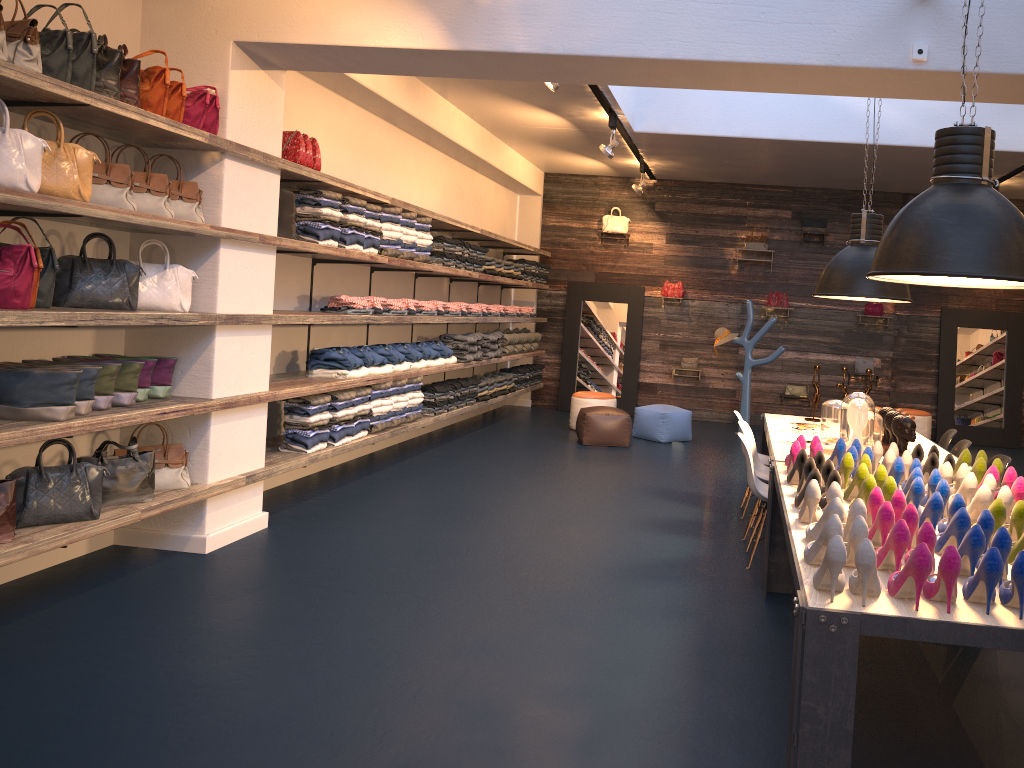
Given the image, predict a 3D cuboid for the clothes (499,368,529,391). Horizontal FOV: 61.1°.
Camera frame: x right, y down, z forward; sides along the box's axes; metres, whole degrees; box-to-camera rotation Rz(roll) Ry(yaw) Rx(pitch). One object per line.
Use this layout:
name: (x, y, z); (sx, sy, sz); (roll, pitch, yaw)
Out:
clothes: (0.017, -0.074, 11.540); (0.359, 0.298, 0.337); (5, 3, 13)

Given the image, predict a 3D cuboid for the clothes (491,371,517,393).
clothes: (-0.157, -0.030, 11.166); (0.409, 0.251, 0.354); (5, 4, 8)

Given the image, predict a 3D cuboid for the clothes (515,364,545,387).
clothes: (0.222, -0.135, 12.361); (0.354, 0.298, 0.669); (5, 5, 14)

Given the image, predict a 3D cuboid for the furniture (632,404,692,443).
furniture: (1.850, 0.464, 10.650); (0.702, 0.422, 0.597); (1, 5, -40)

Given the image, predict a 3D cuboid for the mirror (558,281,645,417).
mirror: (1.323, -0.523, 12.814); (1.135, 1.916, 0.272); (4, 1, 6)

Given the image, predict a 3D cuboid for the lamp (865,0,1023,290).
lamp: (1.806, -1.221, 3.431); (0.701, 1.645, 0.700); (4, 1, 2)

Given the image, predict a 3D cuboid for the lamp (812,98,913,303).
lamp: (2.526, -1.419, 6.138); (0.757, 1.645, 0.643); (3, 2, -43)

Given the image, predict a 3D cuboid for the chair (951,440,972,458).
chair: (2.898, 0.772, 6.070); (0.533, 0.800, 0.476); (4, 2, 9)

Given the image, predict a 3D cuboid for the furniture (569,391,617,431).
furniture: (1.024, 0.348, 10.947); (0.562, 0.479, 0.600); (5, 4, 13)

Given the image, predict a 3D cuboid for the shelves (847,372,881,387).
shelves: (5.039, -0.058, 12.445); (0.443, 0.183, 0.251); (5, 4, 8)

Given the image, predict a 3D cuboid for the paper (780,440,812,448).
paper: (2.109, 0.393, 5.799); (0.783, 0.014, 0.307); (0, 7, -39)

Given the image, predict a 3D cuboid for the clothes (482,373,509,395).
clothes: (-0.264, -0.002, 10.771); (0.396, 0.251, 0.365); (5, 4, 20)

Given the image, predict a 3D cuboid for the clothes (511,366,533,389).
clothes: (0.094, -0.099, 11.867); (0.367, 0.298, 0.321); (4, 3, -1)

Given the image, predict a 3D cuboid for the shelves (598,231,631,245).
shelves: (1.504, -2.141, 12.779); (0.443, 0.157, 0.251); (5, 4, 8)

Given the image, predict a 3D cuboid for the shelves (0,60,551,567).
shelves: (1.911, 0.078, 4.140); (8.417, 2.221, 17.328); (5, 5, 13)

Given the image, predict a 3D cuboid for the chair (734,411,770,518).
chair: (1.999, 0.635, 6.862); (0.533, 0.800, 0.476); (4, 2, 9)

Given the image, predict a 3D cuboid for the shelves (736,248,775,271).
shelves: (3.515, -1.781, 12.580); (0.547, 0.316, 0.250); (5, 3, 7)

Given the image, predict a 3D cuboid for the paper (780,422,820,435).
paper: (2.225, 0.332, 6.552); (0.317, 0.014, 0.760); (6, 6, 22)

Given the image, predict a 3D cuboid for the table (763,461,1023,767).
table: (1.713, 0.944, 3.603); (1.203, 0.738, 2.613); (5, 5, 13)

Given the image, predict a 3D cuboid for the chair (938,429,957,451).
chair: (3.136, 0.729, 6.725); (0.530, 0.800, 0.480); (4, 2, 11)

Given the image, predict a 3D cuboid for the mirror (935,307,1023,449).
mirror: (6.631, -0.095, 12.293); (1.135, 1.916, 0.272); (4, 1, 6)

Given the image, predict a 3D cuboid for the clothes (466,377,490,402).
clothes: (-0.481, 0.058, 9.959); (0.396, 0.251, 0.365); (5, 4, 20)

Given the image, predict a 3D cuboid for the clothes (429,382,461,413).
clothes: (-0.723, 0.125, 8.803); (0.367, 0.298, 0.321); (4, 3, -1)

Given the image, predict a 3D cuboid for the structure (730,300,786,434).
structure: (3.208, -0.225, 11.665); (0.893, 1.805, 0.186); (5, 1, 36)

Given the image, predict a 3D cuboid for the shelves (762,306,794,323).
shelves: (3.831, -1.004, 12.555); (0.443, 0.210, 0.251); (5, 3, 8)

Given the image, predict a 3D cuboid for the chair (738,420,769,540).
chair: (1.860, 0.687, 6.184); (0.521, 0.800, 0.487); (5, 2, 18)

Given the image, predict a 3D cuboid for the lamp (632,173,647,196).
lamp: (1.704, -2.660, 11.591); (0.195, 0.327, 0.222); (3, 3, -35)

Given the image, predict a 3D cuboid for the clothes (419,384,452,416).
clothes: (-0.800, 0.149, 8.476); (0.359, 0.298, 0.337); (5, 3, 13)

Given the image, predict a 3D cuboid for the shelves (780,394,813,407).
shelves: (4.103, 0.248, 12.538); (0.443, 0.157, 0.251); (5, 4, 8)

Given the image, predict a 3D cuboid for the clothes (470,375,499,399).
clothes: (-0.374, 0.029, 10.354); (0.409, 0.251, 0.354); (5, 4, 8)

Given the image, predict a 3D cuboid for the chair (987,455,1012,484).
chair: (2.781, 0.827, 5.389); (0.542, 0.800, 0.469); (4, 2, 3)

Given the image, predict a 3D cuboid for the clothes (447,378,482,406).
clothes: (-0.550, 0.077, 9.456); (0.338, 0.298, 0.320); (5, 3, 17)

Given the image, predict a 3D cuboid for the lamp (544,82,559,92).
lamp: (0.305, -2.277, 6.344); (0.260, 0.327, 0.167); (2, 2, -35)

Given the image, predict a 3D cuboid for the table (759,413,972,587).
table: (2.390, 0.759, 6.144); (1.203, 0.738, 2.613); (5, 5, 13)

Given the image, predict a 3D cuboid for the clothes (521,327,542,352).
clothes: (0.221, -0.640, 12.388); (0.323, 0.341, 0.410); (5, 3, 18)

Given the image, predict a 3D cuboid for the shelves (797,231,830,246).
shelves: (4.329, -2.092, 12.498); (0.443, 0.178, 0.251); (5, 4, 8)

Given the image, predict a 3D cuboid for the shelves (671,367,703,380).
shelves: (2.555, -0.151, 12.690); (0.443, 0.143, 0.251); (5, 4, 8)

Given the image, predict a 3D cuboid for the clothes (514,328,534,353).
clothes: (0.103, -0.608, 11.947); (0.323, 0.341, 0.410); (5, 3, 18)

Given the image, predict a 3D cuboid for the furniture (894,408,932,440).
furniture: (5.370, 0.587, 11.744); (0.562, 0.479, 0.600); (5, 4, 13)

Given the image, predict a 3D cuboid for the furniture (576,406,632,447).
furniture: (1.059, 0.468, 9.989); (0.663, 0.422, 0.637); (4, 4, -6)

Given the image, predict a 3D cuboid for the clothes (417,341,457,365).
clothes: (-0.810, -0.322, 8.786); (0.415, 0.240, 0.440); (5, 4, 10)

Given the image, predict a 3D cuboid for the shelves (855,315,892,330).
shelves: (5.180, -0.884, 12.446); (0.485, 0.184, 0.206); (5, 3, 7)

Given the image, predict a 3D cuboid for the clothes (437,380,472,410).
clothes: (-0.637, 0.101, 9.129); (0.344, 0.298, 0.314); (5, 3, 10)

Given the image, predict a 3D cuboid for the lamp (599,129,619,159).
lamp: (1.002, -2.468, 8.957); (0.195, 0.327, 0.222); (3, 3, -35)

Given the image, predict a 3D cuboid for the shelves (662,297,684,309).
shelves: (2.346, -1.187, 12.700); (0.297, 0.157, 0.251); (5, 4, 9)

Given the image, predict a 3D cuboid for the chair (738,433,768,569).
chair: (1.681, 0.736, 5.519); (0.533, 0.800, 0.476); (4, 2, 9)

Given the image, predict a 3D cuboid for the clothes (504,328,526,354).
clothes: (-0.014, -0.575, 11.507); (0.323, 0.341, 0.410); (5, 3, 18)
